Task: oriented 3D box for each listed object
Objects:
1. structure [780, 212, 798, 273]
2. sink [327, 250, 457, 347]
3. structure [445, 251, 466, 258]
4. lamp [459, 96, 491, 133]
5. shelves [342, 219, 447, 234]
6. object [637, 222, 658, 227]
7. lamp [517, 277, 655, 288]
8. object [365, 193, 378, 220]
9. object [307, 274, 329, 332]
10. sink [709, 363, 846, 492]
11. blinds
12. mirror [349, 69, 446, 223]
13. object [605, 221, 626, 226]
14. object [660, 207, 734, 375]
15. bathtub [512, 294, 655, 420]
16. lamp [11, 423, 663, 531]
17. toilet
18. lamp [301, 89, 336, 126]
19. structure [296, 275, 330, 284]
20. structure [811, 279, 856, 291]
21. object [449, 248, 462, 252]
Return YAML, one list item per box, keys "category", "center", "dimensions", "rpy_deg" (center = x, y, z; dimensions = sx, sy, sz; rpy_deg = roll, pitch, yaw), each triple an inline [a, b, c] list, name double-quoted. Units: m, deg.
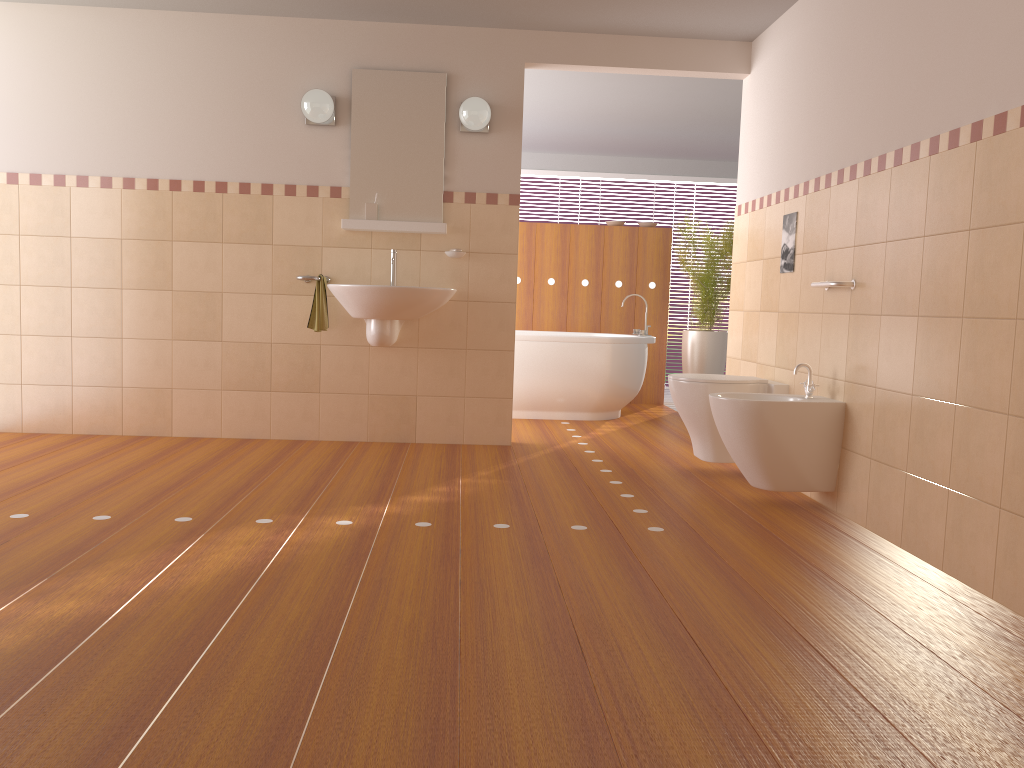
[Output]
- category: "structure"
  center: [1.311, -0.667, 4.204]
  dimensions: [0.005, 0.279, 0.170]
  rpy_deg: [2, 5, -3]
- category: "sink"
  center: [-0.633, -0.448, 4.616]
  dimensions: [0.683, 0.516, 0.539]
  rpy_deg: [2, 5, -3]
- category: "structure"
  center: [-0.310, -0.704, 4.833]
  dimensions: [0.117, 0.029, 0.092]
  rpy_deg: [2, 5, -3]
- category: "lamp"
  center: [-0.197, -1.434, 4.715]
  dimensions: [0.173, 0.173, 0.209]
  rpy_deg: [2, 5, -3]
- category: "shelves"
  center: [-0.630, -0.847, 4.780]
  dimensions: [0.554, 0.050, 0.138]
  rpy_deg: [2, 5, -3]
- category: "object"
  center: [1.134, -1.320, 7.415]
  dimensions: [0.173, 0.046, 0.173]
  rpy_deg: [2, 5, -3]
- category: "lamp"
  center: [0.602, -0.832, 7.296]
  dimensions: [1.169, 0.052, 0.001]
  rpy_deg: [2, 5, -3]
- category: "object"
  center: [-0.751, -0.949, 4.757]
  dimensions: [0.063, 0.149, 0.073]
  rpy_deg: [2, 5, -3]
- category: "object"
  center: [-1.004, -0.426, 4.694]
  dimensions: [0.085, 0.306, 0.181]
  rpy_deg: [3, 5, 13]
- category: "sink"
  center: [1.066, 0.168, 3.659]
  dimensions: [0.515, 0.517, 0.335]
  rpy_deg: [2, 5, -3]
- category: "blinds"
  center: [0.167, -1.023, 8.774]
  dimensions: [4.712, 2.022, 0.032]
  rpy_deg: [2, 5, -3]
- category: "mirror"
  center: [-0.618, -1.282, 4.793]
  dimensions: [0.502, 0.799, 0.008]
  rpy_deg: [2, 5, -3]
- category: "object"
  center: [0.863, -1.328, 7.399]
  dimensions: [0.173, 0.046, 0.173]
  rpy_deg: [2, 5, -3]
- category: "object"
  center: [1.635, -0.557, 7.009]
  dimensions: [0.683, 1.557, 1.335]
  rpy_deg: [5, 6, 29]
- category: "bathtub"
  center: [0.118, -0.236, 6.502]
  dimensions: [1.874, 0.900, 0.888]
  rpy_deg: [2, 5, -3]
- category: "lamp"
  center: [-1.115, 0.348, 4.530]
  dimensions: [3.173, 0.001, 2.893]
  rpy_deg: [2, 5, -3]
- category: "toilet"
  center: [1.019, 0.165, 4.323]
  dimensions: [0.534, 0.400, 0.375]
  rpy_deg: [2, 5, -3]
- category: "lamp"
  center: [-1.020, -1.459, 4.667]
  dimensions: [0.173, 0.173, 0.209]
  rpy_deg: [2, 5, -3]
- category: "structure"
  center: [-1.057, -0.555, 4.684]
  dimensions: [0.142, 0.042, 0.333]
  rpy_deg: [2, 5, -3]
- category: "structure"
  center: [1.299, -0.405, 3.620]
  dimensions: [0.091, 0.042, 0.295]
  rpy_deg: [2, 5, -3]
- category: "object"
  center: [-0.307, -0.726, 4.832]
  dimensions: [0.050, 0.023, 0.075]
  rpy_deg: [-2, 7, -39]
